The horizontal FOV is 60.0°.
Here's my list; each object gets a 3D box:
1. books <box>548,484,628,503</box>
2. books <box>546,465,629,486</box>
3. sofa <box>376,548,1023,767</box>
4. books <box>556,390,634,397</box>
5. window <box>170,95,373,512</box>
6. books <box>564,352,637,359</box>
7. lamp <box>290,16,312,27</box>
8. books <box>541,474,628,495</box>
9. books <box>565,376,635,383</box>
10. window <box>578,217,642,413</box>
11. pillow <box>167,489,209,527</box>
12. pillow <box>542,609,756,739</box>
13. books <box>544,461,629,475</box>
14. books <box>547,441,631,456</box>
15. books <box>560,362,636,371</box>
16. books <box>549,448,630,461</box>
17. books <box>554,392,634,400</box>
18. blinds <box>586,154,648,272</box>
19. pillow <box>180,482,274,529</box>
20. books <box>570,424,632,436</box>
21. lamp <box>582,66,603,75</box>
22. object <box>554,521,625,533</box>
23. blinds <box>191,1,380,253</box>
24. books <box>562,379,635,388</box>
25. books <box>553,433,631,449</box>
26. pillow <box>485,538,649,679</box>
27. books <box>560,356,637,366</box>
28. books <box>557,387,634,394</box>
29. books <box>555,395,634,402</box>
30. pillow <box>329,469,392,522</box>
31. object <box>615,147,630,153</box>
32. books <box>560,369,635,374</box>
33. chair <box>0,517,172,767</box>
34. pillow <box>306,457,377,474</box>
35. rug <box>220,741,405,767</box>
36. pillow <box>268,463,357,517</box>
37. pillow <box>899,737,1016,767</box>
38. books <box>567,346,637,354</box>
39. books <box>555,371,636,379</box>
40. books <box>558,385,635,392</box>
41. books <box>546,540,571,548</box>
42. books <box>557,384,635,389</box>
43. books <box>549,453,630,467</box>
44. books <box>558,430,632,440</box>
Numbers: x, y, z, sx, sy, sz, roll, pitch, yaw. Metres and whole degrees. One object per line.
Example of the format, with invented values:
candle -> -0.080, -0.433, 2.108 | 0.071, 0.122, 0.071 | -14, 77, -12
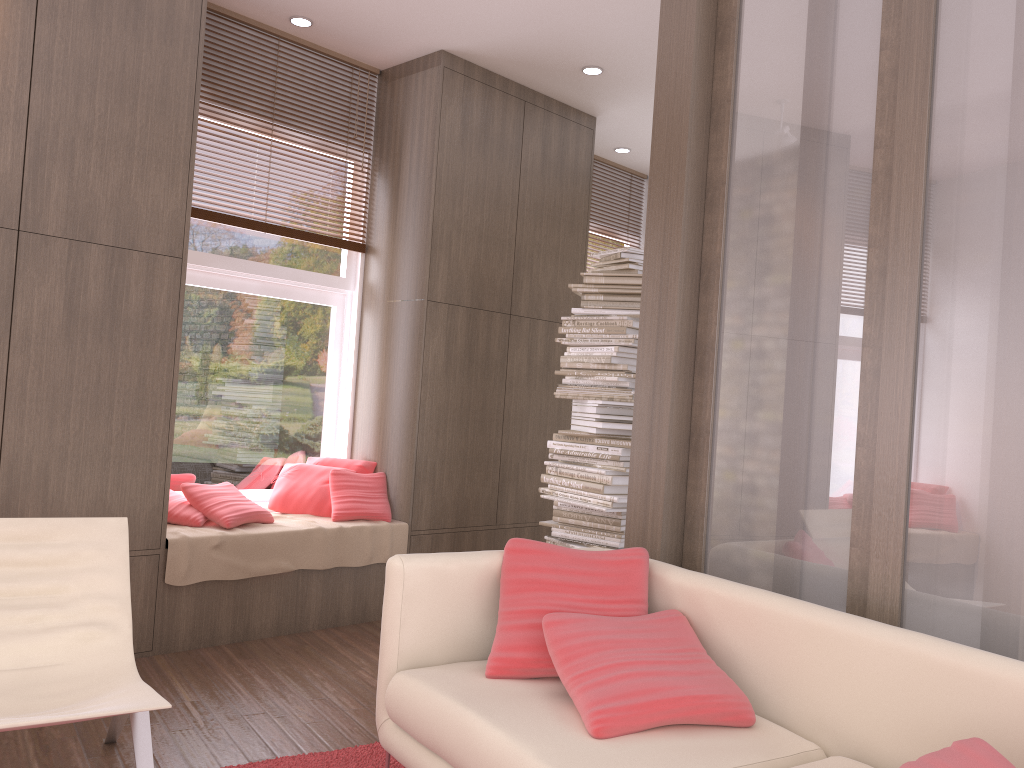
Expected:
books -> 0.519, 0.558, 4.538 | 0.423, 0.025, 0.566 | 5, -1, -33
books -> 0.504, 0.473, 4.592 | 0.421, 0.046, 0.542 | 5, -1, -33
sofa -> 0.534, 0.947, 2.063 | 0.919, 0.751, 2.204 | 5, -1, -33
books -> 0.488, 0.054, 4.607 | 0.432, 0.013, 0.288 | 3, -1, 32
window -> -1.486, -0.393, 5.020 | 0.160, 2.229, 1.407 | 3, -2, 44
books -> 0.508, -0.144, 4.621 | 0.287, 0.020, 0.388 | 5, -2, -38
lamp -> -1.146, -1.969, 4.820 | 0.119, 0.010, 0.119 | 4, -1, -7
books -> 0.466, 0.518, 4.596 | 0.410, 0.046, 0.522 | 5, -1, -33
books -> 0.512, -0.020, 4.601 | 0.287, 0.020, 0.388 | 5, -2, -38
window -> 0.476, -0.214, 7.029 | 0.160, 2.229, 1.407 | 3, -2, 44
pillow -> -1.691, 0.625, 4.506 | 0.373, 0.150, 0.397 | 4, -1, 1
pillow -> 0.361, 0.792, 2.471 | 0.507, 0.224, 0.467 | 4, -1, -20
books -> 0.475, 0.437, 4.595 | 0.399, 0.020, 0.510 | 5, -1, -33
books -> 0.479, 0.333, 4.597 | 0.469, 0.038, 0.364 | 3, -2, 42
books -> 0.490, -0.084, 4.622 | 0.379, 0.028, 0.297 | 3, -1, 32
books -> 0.470, 0.364, 4.573 | 0.442, 0.025, 0.346 | 3, -2, 42
books -> 0.479, 0.068, 4.611 | 0.444, 0.015, 0.279 | 3, -1, 32
blinds -> 0.612, -1.238, 6.988 | 0.042, 1.138, 1.373 | 3, -2, 44
pillow -> -1.461, 0.616, 4.554 | 0.354, 0.200, 0.403 | 3, -1, 22
books -> 0.516, 0.242, 4.585 | 0.322, 0.030, 0.435 | 4, -1, -13
lamp -> 0.475, -1.849, 5.234 | 0.119, 0.010, 0.119 | 3, -2, 38
object -> 0.451, 0.720, 4.535 | 0.413, 0.008, 0.243 | 3, -2, 37
blinds -> -1.342, -1.417, 4.976 | 0.042, 1.138, 1.373 | 3, -2, 44
books -> 0.500, 0.003, 4.629 | 0.379, 0.028, 0.297 | 3, -1, 32
books -> 0.519, 0.296, 4.579 | 0.518, 0.038, 0.341 | 3, -2, 42
pillow -> 0.186, 0.703, 2.757 | 0.498, 0.377, 0.379 | 4, -1, 2
books -> 0.488, -0.116, 4.635 | 0.297, 0.039, 0.379 | 5, -2, -38
books -> 0.498, 0.041, 4.594 | 0.446, 0.012, 0.291 | 3, -1, 32
books -> 0.490, 0.083, 4.583 | 0.469, 0.015, 0.267 | 3, -1, 32
pillow -> -0.861, 0.634, 5.015 | 0.357, 0.278, 0.264 | 5, -1, -25
object -> 0.846, -1.789, 6.789 | 0.119, 0.010, 0.119 | 4, -1, -7
books -> 0.475, -0.057, 4.621 | 0.368, 0.009, 0.262 | 3, -1, 32
chair -> -1.424, 0.825, 2.528 | 0.739, 0.767, 0.860 | 5, -1, -33
pillow -> -1.049, 0.605, 5.212 | 0.484, 0.334, 0.193 | 4, -1, 8
rug -> -0.601, 1.230, 1.323 | 3.344, 0.016, 2.938 | 5, -1, -33
pillow -> -1.157, 0.604, 5.070 | 0.485, 0.279, 0.270 | 4, -1, 3
pillow -> 0.733, 0.798, 1.577 | 0.467, 0.224, 0.507 | 4, -1, -5
books -> 0.520, -0.167, 4.599 | 0.297, 0.028, 0.379 | 5, -2, -38
books -> 0.495, -0.041, 4.605 | 0.467, 0.020, 0.283 | 3, -1, 32
books -> 0.496, 0.029, 4.606 | 0.412, 0.011, 0.308 | 3, -1, 32
books -> 0.438, 0.853, 4.561 | 0.348, 0.038, 0.448 | 5, -1, -28
books -> 0.483, 0.019, 4.627 | 0.395, 0.007, 0.308 | 3, -1, 32
books -> 0.488, 0.395, 4.602 | 0.469, 0.028, 0.368 | 3, -2, 42
books -> 0.503, 0.266, 4.610 | 0.450, 0.022, 0.364 | 4, -1, 17
